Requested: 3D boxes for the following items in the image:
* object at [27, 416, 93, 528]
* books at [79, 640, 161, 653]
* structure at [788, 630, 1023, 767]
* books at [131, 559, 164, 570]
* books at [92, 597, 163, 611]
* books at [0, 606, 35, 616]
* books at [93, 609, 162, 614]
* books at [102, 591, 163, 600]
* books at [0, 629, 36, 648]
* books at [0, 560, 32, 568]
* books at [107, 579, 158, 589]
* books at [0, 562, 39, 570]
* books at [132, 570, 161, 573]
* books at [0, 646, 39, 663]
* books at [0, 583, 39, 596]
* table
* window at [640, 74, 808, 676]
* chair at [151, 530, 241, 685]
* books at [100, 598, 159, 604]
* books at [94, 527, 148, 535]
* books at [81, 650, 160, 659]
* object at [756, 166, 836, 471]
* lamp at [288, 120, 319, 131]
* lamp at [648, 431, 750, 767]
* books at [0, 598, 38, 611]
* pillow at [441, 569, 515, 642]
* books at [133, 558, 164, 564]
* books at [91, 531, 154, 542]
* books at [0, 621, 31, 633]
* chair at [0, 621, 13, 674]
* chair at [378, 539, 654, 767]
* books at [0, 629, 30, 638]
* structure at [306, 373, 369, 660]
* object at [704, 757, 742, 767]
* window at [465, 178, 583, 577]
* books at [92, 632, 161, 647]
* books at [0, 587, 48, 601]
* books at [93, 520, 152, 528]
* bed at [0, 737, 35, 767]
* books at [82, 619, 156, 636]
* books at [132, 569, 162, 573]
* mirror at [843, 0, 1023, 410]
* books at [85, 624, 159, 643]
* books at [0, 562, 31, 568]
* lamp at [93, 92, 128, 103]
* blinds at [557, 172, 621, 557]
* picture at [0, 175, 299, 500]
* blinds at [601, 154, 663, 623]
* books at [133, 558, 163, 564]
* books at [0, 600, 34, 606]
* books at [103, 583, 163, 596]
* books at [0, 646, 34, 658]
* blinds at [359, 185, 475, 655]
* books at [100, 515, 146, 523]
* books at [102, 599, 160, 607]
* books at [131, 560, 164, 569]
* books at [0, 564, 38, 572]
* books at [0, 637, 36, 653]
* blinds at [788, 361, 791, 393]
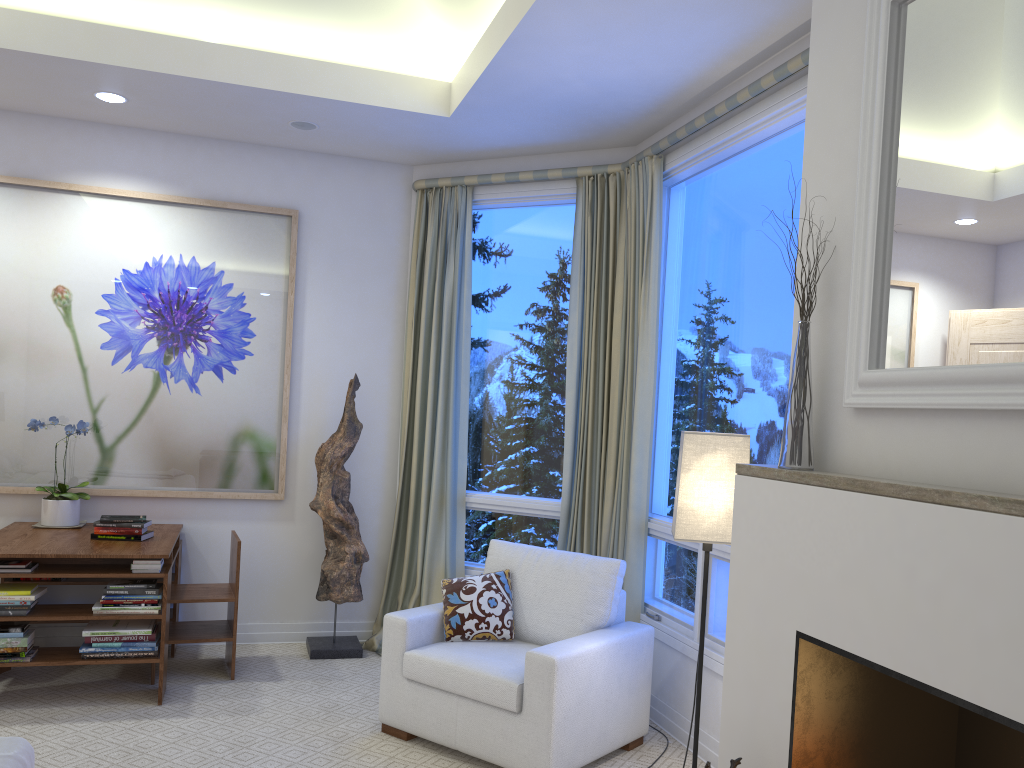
[{"bbox_3d":[-2.084,0.402,4.069,0.305,0.504,0.215,3,1,-17],"label":"object"},{"bbox_3d":[-1.564,1.041,3.551,0.284,0.018,0.181,4,-2,-17],"label":"books"},{"bbox_3d":[0.971,0.861,1.629,0.476,0.615,0.874,3,-1,-17],"label":"structure"},{"bbox_3d":[-1.464,0.722,3.561,0.111,0.022,0.153,4,-2,-17],"label":"books"},{"bbox_3d":[-1.539,0.884,3.564,0.249,0.015,0.179,4,-2,-17],"label":"books"},{"bbox_3d":[-1.973,0.867,3.410,0.217,0.020,0.157,4,-2,-17],"label":"books"},{"bbox_3d":[-1.534,0.899,3.561,0.239,0.017,0.173,4,-2,-12],"label":"books"},{"bbox_3d":[-1.521,0.845,3.561,0.218,0.017,0.137,4,-2,-17],"label":"books"},{"bbox_3d":[-1.960,0.977,3.400,0.208,0.036,0.144,4,-2,-17],"label":"books"},{"bbox_3d":[-1.963,0.694,3.416,0.177,0.009,0.113,4,-2,-17],"label":"books"},{"bbox_3d":[-1.524,0.803,3.558,0.177,0.017,0.113,4,-2,-17],"label":"books"},{"bbox_3d":[-1.950,0.707,3.413,0.201,0.015,0.140,4,-2,-17],"label":"books"},{"bbox_3d":[-1.463,0.739,3.557,0.101,0.012,0.140,4,-2,-17],"label":"books"},{"bbox_3d":[-1.972,1.043,3.410,0.243,0.019,0.168,4,-2,-17],"label":"books"},{"bbox_3d":[-1.962,0.794,3.419,0.217,0.019,0.157,4,-2,-17],"label":"books"},{"bbox_3d":[-1.856,0.959,3.823,0.741,0.600,0.900,3,-1,-17],"label":"table"},{"bbox_3d":[0.856,0.035,3.287,0.206,2.028,1.511,3,0,-17],"label":"window"},{"bbox_3d":[-1.419,0.983,3.965,0.340,0.611,0.340,3,0,-22],"label":"chair"},{"bbox_3d":[-1.529,0.860,3.555,0.209,0.015,0.145,4,-2,-17],"label":"books"},{"bbox_3d":[-1.688,0.627,3.828,0.190,0.031,0.132,4,-2,-12],"label":"books"},{"bbox_3d":[-1.565,1.063,3.565,0.277,0.032,0.192,4,-2,-17],"label":"books"},{"bbox_3d":[0.651,-0.149,2.041,0.189,0.693,0.193,3,1,11],"label":"object"},{"bbox_3d":[-0.957,-1.180,4.067,0.137,0.014,0.137,1,-3,45],"label":"lamp"},{"bbox_3d":[0.510,0.767,3.301,0.276,1.206,1.529,3,-1,-4],"label":"lamp"},{"bbox_3d":[-1.968,0.848,3.410,0.234,0.019,0.143,4,-2,-17],"label":"books"},{"bbox_3d":[-0.134,0.858,3.450,0.285,0.272,0.187,3,0,-8],"label":"pillow"},{"bbox_3d":[-1.458,0.704,3.556,0.103,0.013,0.142,4,-2,-17],"label":"books"},{"bbox_3d":[-1.685,0.655,3.838,0.212,0.027,0.154,3,-2,-2],"label":"books"},{"bbox_3d":[-1.970,0.934,3.397,0.198,0.017,0.114,4,-2,-17],"label":"books"},{"bbox_3d":[-2.353,0.922,3.702,0.340,0.611,0.340,3,0,8],"label":"chair"},{"bbox_3d":[0.020,0.992,3.354,0.805,0.707,0.688,3,-1,38],"label":"chair"},{"bbox_3d":[-1.976,0.950,3.398,0.205,0.019,0.119,4,-2,-17],"label":"books"},{"bbox_3d":[-0.853,0.638,4.395,0.305,1.395,0.263,3,1,-16],"label":"structure"},{"bbox_3d":[0.452,0.998,2.026,0.097,0.308,0.179,3,0,-30],"label":"object"},{"bbox_3d":[0.891,-0.023,1.574,0.814,2.026,6.841,3,-2,-17],"label":"window"},{"bbox_3d":[-1.539,1.027,3.556,0.234,0.018,0.169,4,-2,-12],"label":"books"},{"bbox_3d":[-1.952,0.812,3.430,0.239,0.019,0.173,4,-2,-12],"label":"books"},{"bbox_3d":[-1.681,0.603,3.829,0.205,0.020,0.124,3,-2,-7],"label":"books"},{"bbox_3d":[-1.718,0.753,0.830,2.021,0.815,1.967,4,-2,-18],"label":"bed"},{"bbox_3d":[-1.571,0.977,3.552,0.249,0.022,0.179,4,-2,-17],"label":"books"},{"bbox_3d":[-1.463,0.739,3.556,0.103,0.013,0.142,4,-2,-17],"label":"books"},{"bbox_3d":[0.891,-0.425,1.558,0.039,0.941,0.839,3,0,-17],"label":"mirror"},{"bbox_3d":[-1.563,1.003,3.556,0.257,0.034,0.155,4,-2,-17],"label":"books"},{"bbox_3d":[-1.962,0.694,3.416,0.174,0.008,0.111,4,-2,-17],"label":"books"},{"bbox_3d":[-1.735,-1.231,3.827,0.137,0.014,0.137,1,-3,45],"label":"lamp"},{"bbox_3d":[0.335,0.201,4.063,0.524,2.373,0.270,4,1,26],"label":"blinds"},{"bbox_3d":[-1.918,-0.196,4.230,1.681,1.461,0.030,3,1,-17],"label":"picture"},{"bbox_3d":[0.434,0.202,3.898,0.267,2.370,0.524,3,1,-24],"label":"blinds"},{"bbox_3d":[-1.459,0.704,3.557,0.100,0.012,0.140,4,-2,-17],"label":"books"},{"bbox_3d":[-1.965,0.829,3.417,0.222,0.020,0.154,4,-2,-17],"label":"books"},{"bbox_3d":[-1.519,0.825,3.561,0.205,0.026,0.124,4,-2,-12],"label":"books"},{"bbox_3d":[-1.975,1.024,3.405,0.217,0.021,0.157,4,-2,-17],"label":"books"},{"bbox_3d":[-0.468,0.167,4.441,0.641,2.376,0.295,4,1,24],"label":"blinds"},{"bbox_3d":[-1.678,0.584,3.827,0.180,0.019,0.125,4,-2,-22],"label":"books"},{"bbox_3d":[-1.523,0.873,3.555,0.205,0.011,0.148,4,-2,-17],"label":"books"},{"bbox_3d":[-1.464,0.722,3.561,0.108,0.020,0.151,4,-2,-17],"label":"books"},{"bbox_3d":[-1.949,0.707,3.414,0.201,0.014,0.136,4,-2,-17],"label":"books"},{"bbox_3d":[-1.974,1.003,3.398,0.233,0.023,0.141,4,-2,-17],"label":"books"},{"bbox_3d":[0.839,0.177,2.579,0.228,2.370,0.659,3,1,-12],"label":"blinds"}]
